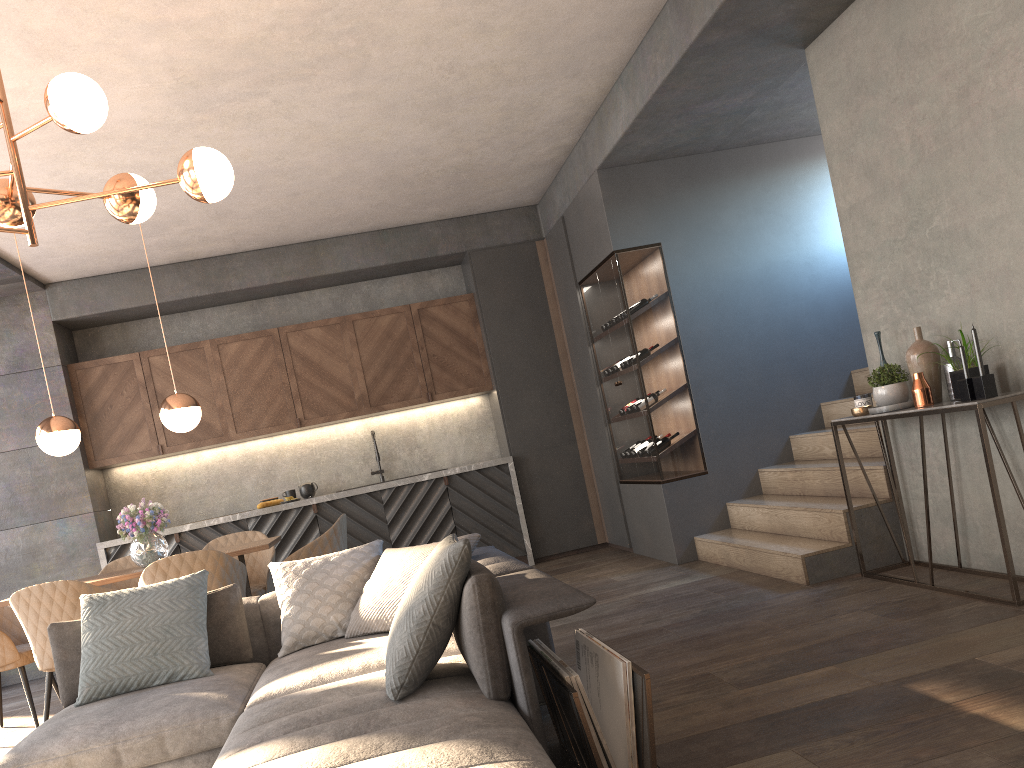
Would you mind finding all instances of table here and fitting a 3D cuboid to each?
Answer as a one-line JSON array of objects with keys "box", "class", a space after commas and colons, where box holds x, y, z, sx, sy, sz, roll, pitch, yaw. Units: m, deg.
[{"box": [1.954, 0.503, 4.028, 0.299, 0.820, 1.106, -12, -2, -11], "class": "table"}, {"box": [-2.069, 1.460, 5.253, 1.462, 0.770, 0.772, -11, -2, -10], "class": "table"}]

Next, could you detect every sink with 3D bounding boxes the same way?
[{"box": [-1.086, 0.650, 7.669, 0.959, 0.547, 0.462, -11, -1, -10], "class": "sink"}]

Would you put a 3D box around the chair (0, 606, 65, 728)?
[{"box": [-2.961, 1.601, 5.102, 0.509, 0.837, 0.556, -12, -1, -6], "class": "chair"}]

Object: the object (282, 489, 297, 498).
[{"box": [-1.902, 0.962, 7.577, 0.091, 0.104, 0.111, -12, -2, 22], "class": "object"}]

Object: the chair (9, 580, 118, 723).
[{"box": [-2.251, 1.419, 4.645, 0.555, 0.837, 0.510, -12, 0, -1], "class": "chair"}]

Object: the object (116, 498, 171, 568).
[{"box": [-2.183, 0.884, 5.274, 0.295, 0.409, 0.331, -11, -1, -40], "class": "object"}]

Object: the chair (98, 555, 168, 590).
[{"box": [-2.428, 1.540, 5.786, 0.552, 0.837, 0.513, -12, 0, -16], "class": "chair"}]

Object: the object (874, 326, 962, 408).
[{"box": [1.827, -0.083, 4.101, 0.224, 0.390, 0.565, -12, -2, -15], "class": "object"}]

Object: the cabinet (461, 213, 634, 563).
[{"box": [0.487, 0.082, 7.599, 1.183, 2.757, 1.206, -12, 0, -10], "class": "cabinet"}]

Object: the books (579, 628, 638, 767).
[{"box": [0.291, 0.985, 2.746, 0.064, 0.355, 0.570, -12, -3, -11], "class": "books"}]

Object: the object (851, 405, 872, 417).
[{"box": [1.729, 0.134, 4.361, 0.099, 0.041, 0.100, -11, -3, -11], "class": "object"}]

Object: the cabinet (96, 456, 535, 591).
[{"box": [-1.587, 1.431, 7.530, 3.381, 0.951, 0.603, -11, -1, -10], "class": "cabinet"}]

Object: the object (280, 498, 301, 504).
[{"box": [-1.858, 0.984, 7.414, 0.171, 0.020, 0.169, -13, -4, 15], "class": "object"}]

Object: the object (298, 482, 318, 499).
[{"box": [-1.756, 0.916, 7.600, 0.135, 0.137, 0.154, -11, -2, -37], "class": "object"}]

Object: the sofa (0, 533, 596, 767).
[{"box": [-0.752, 0.995, 2.780, 2.016, 0.784, 2.926, -11, -4, -11], "class": "sofa"}]

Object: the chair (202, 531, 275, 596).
[{"box": [-1.797, 1.415, 5.873, 0.553, 0.837, 0.512, -12, 0, -11], "class": "chair"}]

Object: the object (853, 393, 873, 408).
[{"box": [1.778, 0.103, 4.460, 0.085, 0.098, 0.083, -13, -1, 38], "class": "object"}]

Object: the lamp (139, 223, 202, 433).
[{"box": [-2.129, -0.464, 5.307, 0.237, 1.545, 0.241, -12, 1, -35], "class": "lamp"}]

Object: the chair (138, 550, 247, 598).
[{"box": [-1.662, 1.304, 4.750, 0.552, 0.837, 0.513, -12, 0, -16], "class": "chair"}]

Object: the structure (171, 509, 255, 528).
[{"box": [-2.488, 1.130, 7.398, 0.608, 0.017, 0.507, -11, -4, -10], "class": "structure"}]

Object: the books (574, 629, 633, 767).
[{"box": [0.277, 0.989, 2.751, 0.064, 0.355, 0.570, -12, -3, -11], "class": "books"}]

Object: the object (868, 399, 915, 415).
[{"box": [1.818, 0.109, 4.200, 0.229, 0.031, 0.229, -11, -4, -4], "class": "object"}]

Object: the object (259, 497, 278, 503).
[{"box": [-2.076, 1.013, 7.553, 0.156, 0.068, 0.117, -10, -3, -25], "class": "object"}]

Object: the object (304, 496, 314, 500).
[{"box": [-1.918, 0.998, 7.445, 0.487, 0.040, 0.286, -11, -4, -15], "class": "object"}]

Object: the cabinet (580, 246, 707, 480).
[{"box": [0.945, -0.093, 6.560, 0.336, 1.585, 1.002, -12, 0, -11], "class": "cabinet"}]

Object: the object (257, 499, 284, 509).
[{"box": [-2.021, 1.005, 7.413, 0.071, 0.054, 0.299, -13, -4, 31], "class": "object"}]

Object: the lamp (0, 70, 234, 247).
[{"box": [-1.899, -0.930, 3.122, 1.451, 1.039, 1.024, -10, -2, -34], "class": "lamp"}]

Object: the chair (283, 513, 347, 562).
[{"box": [-1.185, 1.251, 5.380, 0.509, 0.837, 0.556, -12, -1, -6], "class": "chair"}]

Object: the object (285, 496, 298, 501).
[{"box": [-1.861, 0.967, 7.414, 0.120, 0.045, 0.116, -11, -3, -5], "class": "object"}]

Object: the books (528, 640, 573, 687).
[{"box": [0.165, 1.011, 2.737, 0.062, 0.355, 0.570, -12, -3, -11], "class": "books"}]

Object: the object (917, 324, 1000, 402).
[{"box": [1.886, -0.099, 3.709, 0.318, 0.337, 0.398, -13, -2, 31], "class": "object"}]

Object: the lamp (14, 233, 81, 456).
[{"box": [-2.805, -0.332, 5.190, 0.239, 1.545, 0.239, -12, 1, -5], "class": "lamp"}]

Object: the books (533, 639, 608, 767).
[{"box": [0.181, 1.008, 2.736, 0.067, 0.354, 0.570, -12, -3, -11], "class": "books"}]

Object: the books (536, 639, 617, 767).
[{"box": [0.199, 1.005, 2.738, 0.079, 0.353, 0.570, -12, -3, -11], "class": "books"}]

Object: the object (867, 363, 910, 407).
[{"box": [1.796, 0.012, 4.196, 0.186, 0.228, 0.197, -11, -1, -31], "class": "object"}]

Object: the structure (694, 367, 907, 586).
[{"box": [2.355, 0.222, 5.524, 2.252, 1.424, 1.513, -11, -2, -10], "class": "structure"}]

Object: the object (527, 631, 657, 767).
[{"box": [0.243, 1.000, 2.671, 0.215, 0.351, 0.671, -12, -3, -11], "class": "object"}]

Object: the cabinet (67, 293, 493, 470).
[{"box": [-1.915, -0.034, 7.618, 3.381, 0.867, 0.370, -11, 0, -10], "class": "cabinet"}]
